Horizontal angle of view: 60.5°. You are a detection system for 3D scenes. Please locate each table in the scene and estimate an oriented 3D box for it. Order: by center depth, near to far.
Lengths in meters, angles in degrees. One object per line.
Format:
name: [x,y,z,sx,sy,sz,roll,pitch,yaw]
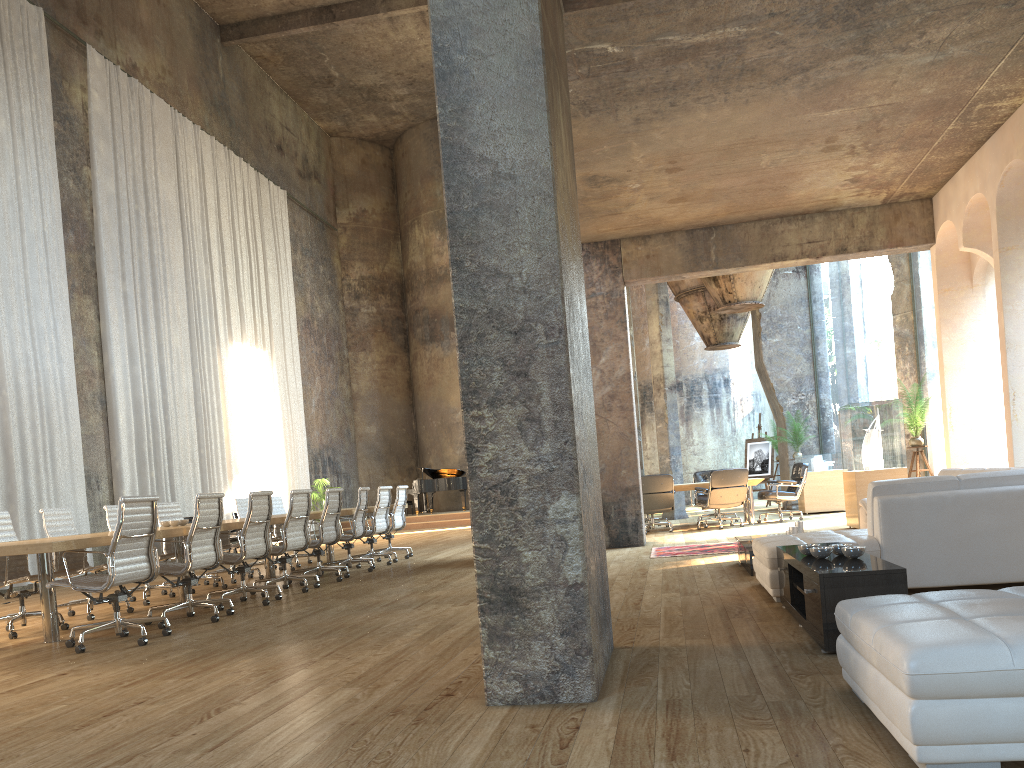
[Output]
table: [2.398,1.462,7.536,0.791,0.202,1.113,-6,-7,10]
table: [2.460,1.478,7.899,0.861,0.246,0.371,-6,-4,10]
table: [-2.982,1.850,9.466,1.604,0.756,7.734,-6,-7,9]
table: [2.757,1.951,14.040,2.414,0.699,1.107,-6,-5,10]
table: [3.668,2.681,20.197,1.874,0.545,0.943,-6,-5,10]

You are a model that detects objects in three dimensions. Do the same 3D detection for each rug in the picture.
rug: [2.783,1.785,9.746,2.467,0.009,1.349,-6,-7,10]

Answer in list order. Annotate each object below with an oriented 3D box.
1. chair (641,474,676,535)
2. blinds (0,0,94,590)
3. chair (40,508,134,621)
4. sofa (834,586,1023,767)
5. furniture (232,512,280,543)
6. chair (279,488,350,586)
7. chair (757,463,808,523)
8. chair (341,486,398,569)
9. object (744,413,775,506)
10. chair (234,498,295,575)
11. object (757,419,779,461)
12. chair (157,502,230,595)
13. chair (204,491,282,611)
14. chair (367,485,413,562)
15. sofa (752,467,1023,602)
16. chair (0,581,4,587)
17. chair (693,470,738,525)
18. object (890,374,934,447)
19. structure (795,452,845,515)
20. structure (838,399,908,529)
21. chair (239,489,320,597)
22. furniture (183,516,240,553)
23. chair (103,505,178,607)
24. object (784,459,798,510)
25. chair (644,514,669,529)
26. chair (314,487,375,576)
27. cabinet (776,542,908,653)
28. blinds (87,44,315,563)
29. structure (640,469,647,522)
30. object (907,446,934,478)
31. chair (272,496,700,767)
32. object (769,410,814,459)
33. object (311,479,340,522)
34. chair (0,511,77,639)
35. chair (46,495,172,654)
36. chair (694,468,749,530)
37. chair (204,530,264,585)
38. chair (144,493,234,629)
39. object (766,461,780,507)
chair: [2.132,1.834,13.417,0.730,0.891,0.823,-5,-3,4]
blinds: [-7.454,-1.782,9.648,0.275,8.632,7.837,-4,-2,11]
chair: [-3.892,1.633,8.110,0.700,1.024,0.665,-5,-1,9]
sofa: [2.129,0.645,2.661,2.071,0.720,1.074,-6,-4,10]
furniture: [-4.717,2.878,17.298,0.709,0.839,1.876,-5,-5,10]
chair: [-2.196,1.688,9.749,0.701,1.024,0.665,-5,-1,15]
chair: [4.211,1.705,13.774,0.821,0.892,0.731,-5,-2,4]
chair: [-1.888,1.871,11.511,0.701,1.024,0.664,-5,-1,18]
object: [5.627,1.715,19.912,0.705,2.145,0.681,-5,0,39]
chair: [-3.275,2.006,11.687,0.701,1.024,0.665,-5,-1,13]
object: [5.638,1.187,18.753,0.691,0.938,0.857,-6,-3,30]
chair: [-3.586,1.819,9.897,0.701,1.024,0.664,-5,-1,18]
chair: [-2.505,1.506,7.996,0.701,1.024,0.665,-5,-1,15]
chair: [-1.773,1.963,12.368,0.701,1.024,0.665,-5,-1,15]
sofa: [2.857,1.074,6.800,2.068,0.720,2.936,-6,-6,10]
chair: [-4.162,1.454,6.410,0.701,1.024,0.665,-5,-1,15]
chair: [3.385,1.882,14.698,0.731,0.891,0.822,-5,-3,11]
object: [5.123,0.337,11.218,0.688,0.938,0.862,-5,-3,0]
structure: [5.370,1.720,15.225,0.736,1.013,0.744,-5,-2,10]
structure: [4.469,1.012,10.868,0.595,1.546,0.742,-5,0,10]
chair: [-2.351,1.598,8.882,0.701,1.024,0.664,-5,-1,18]
furniture: [-5.131,2.634,14.946,0.709,0.839,1.876,-5,-5,10]
chair: [-3.741,1.729,9.031,0.701,1.024,0.665,-5,-1,15]
object: [5.408,1.860,16.245,0.655,0.971,0.574,-3,-2,-44]
chair: [2.289,1.996,14.895,0.732,0.891,0.821,-5,-3,17]
chair: [-2.029,1.783,10.666,0.700,1.024,0.665,-5,-1,9]
cabinet: [1.691,1.096,4.669,0.396,0.368,1.566,-5,-6,9]
blinds: [-5.954,-0.897,18.161,0.275,8.632,7.837,-4,-2,11]
structure: [2.244,2.200,17.117,0.744,1.013,0.736,-5,-2,10]
object: [5.139,1.290,11.238,0.656,0.971,0.574,-4,-1,-26]
chair: [-0.333,1.816,12.063,12.976,1.029,31.586,-6,-7,9]
object: [5.192,0.937,16.334,0.861,0.939,0.688,-5,-2,13]
object: [-4.481,2.972,20.829,1.092,1.455,1.132,-5,-2,1]
chair: [-4.041,1.545,7.267,0.701,1.024,0.664,-5,-1,18]
chair: [-2.829,1.315,6.158,0.701,1.024,0.665,-5,-1,16]
chair: [3.130,1.734,13.270,0.727,0.891,0.826,-4,-3,-16]
chair: [-3.432,1.912,10.783,0.701,1.024,0.665,-5,-1,15]
chair: [-2.662,1.412,7.092,0.701,1.024,0.665,-5,-1,13]
object: [5.767,2.125,18.734,0.659,0.971,0.571,-5,-1,4]
